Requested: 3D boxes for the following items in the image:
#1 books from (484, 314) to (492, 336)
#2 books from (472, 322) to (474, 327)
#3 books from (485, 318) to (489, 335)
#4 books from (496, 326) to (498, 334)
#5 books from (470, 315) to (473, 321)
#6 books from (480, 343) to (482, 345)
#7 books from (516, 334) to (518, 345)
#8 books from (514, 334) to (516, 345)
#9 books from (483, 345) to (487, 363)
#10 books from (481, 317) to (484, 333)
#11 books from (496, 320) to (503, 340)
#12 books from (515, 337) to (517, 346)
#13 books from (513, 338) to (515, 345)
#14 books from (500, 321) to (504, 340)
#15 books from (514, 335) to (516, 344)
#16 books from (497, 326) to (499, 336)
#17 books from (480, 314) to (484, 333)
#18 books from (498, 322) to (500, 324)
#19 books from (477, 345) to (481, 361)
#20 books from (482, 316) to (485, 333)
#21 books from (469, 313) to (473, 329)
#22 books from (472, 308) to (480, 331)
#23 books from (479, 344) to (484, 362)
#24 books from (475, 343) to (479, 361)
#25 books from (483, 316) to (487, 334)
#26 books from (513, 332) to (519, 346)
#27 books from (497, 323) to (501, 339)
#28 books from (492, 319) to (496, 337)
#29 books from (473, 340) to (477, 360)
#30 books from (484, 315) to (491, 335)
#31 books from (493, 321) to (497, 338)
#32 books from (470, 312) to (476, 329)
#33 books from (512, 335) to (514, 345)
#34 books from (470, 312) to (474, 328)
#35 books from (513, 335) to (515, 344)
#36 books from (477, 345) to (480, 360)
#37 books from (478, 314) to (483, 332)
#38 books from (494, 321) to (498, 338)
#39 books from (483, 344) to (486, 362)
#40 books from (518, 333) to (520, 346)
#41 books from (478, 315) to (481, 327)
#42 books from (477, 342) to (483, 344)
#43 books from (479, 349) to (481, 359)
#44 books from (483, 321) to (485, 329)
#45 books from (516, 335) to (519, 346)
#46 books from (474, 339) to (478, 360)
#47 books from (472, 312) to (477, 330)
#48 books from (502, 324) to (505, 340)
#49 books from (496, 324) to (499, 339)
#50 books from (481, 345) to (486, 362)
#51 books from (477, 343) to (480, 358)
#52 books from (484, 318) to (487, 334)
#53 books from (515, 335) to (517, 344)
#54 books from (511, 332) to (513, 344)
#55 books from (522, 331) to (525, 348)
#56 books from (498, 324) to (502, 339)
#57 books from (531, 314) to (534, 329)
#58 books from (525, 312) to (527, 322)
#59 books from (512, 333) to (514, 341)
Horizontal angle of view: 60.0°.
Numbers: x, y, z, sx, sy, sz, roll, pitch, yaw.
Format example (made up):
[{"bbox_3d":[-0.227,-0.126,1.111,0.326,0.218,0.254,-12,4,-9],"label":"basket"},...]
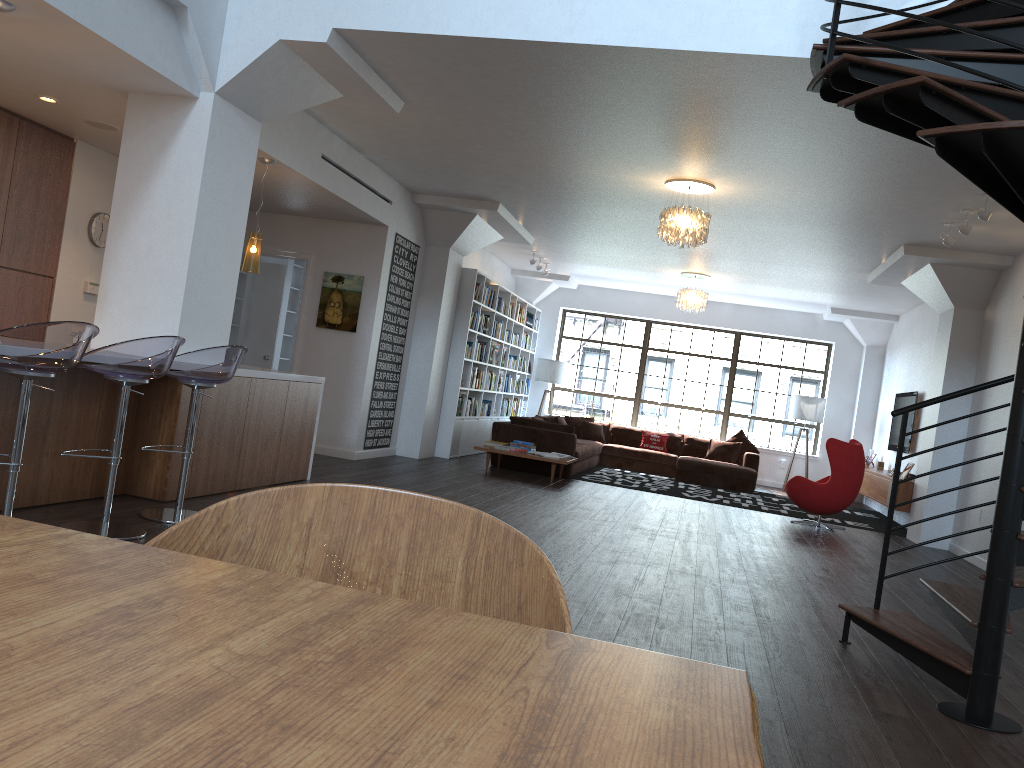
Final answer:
[{"bbox_3d":[-0.382,-0.820,12.353,0.176,0.291,0.053,9,0,12],"label":"books"},{"bbox_3d":[-0.576,-0.826,11.467,0.172,0.239,0.093,9,0,12],"label":"books"},{"bbox_3d":[-0.419,-0.800,12.191,0.174,0.240,0.054,9,0,12],"label":"books"},{"bbox_3d":[-0.300,-0.777,12.758,0.167,0.230,0.037,9,0,12],"label":"books"},{"bbox_3d":[-0.610,-0.802,11.286,0.161,0.182,0.170,9,0,12],"label":"books"},{"bbox_3d":[-0.519,-0.441,12.066,0.182,0.253,0.034,9,0,12],"label":"books"},{"bbox_3d":[0.015,-0.707,14.201,0.136,0.196,0.045,9,0,12],"label":"books"},{"bbox_3d":[-0.011,-0.705,14.102,0.134,0.184,0.030,9,0,12],"label":"books"},{"bbox_3d":[-0.447,-0.429,12.264,0.182,0.253,0.034,9,0,12],"label":"books"},{"bbox_3d":[-0.475,-0.815,11.973,0.160,0.251,0.039,9,0,12],"label":"books"},{"bbox_3d":[-0.240,-0.797,13.006,0.176,0.290,0.053,9,0,12],"label":"books"},{"bbox_3d":[0.007,-0.699,14.147,0.128,0.178,0.022,9,0,12],"label":"books"},{"bbox_3d":[-0.020,-0.697,14.001,0.120,0.167,0.020,9,0,12],"label":"books"},{"bbox_3d":[-0.231,-0.792,13.067,0.197,0.283,0.065,9,0,12],"label":"books"},{"bbox_3d":[-0.015,-0.702,14.077,0.128,0.178,0.022,9,0,12],"label":"books"},{"bbox_3d":[-0.278,-0.769,12.813,0.161,0.223,0.027,9,0,12],"label":"books"},{"bbox_3d":[-0.486,-0.821,11.934,0.180,0.259,0.042,9,0,12],"label":"books"},{"bbox_3d":[-0.278,-0.783,12.841,0.159,0.250,0.026,9,0,12],"label":"books"},{"bbox_3d":[-0.517,-0.425,11.968,0.161,0.223,0.027,9,0,12],"label":"books"},{"bbox_3d":[-0.465,-0.811,12.010,0.171,0.246,0.039,9,0,12],"label":"books"},{"bbox_3d":[-0.596,-0.818,11.364,0.161,0.218,0.101,9,0,12],"label":"books"},{"bbox_3d":[-0.533,-0.845,11.578,0.176,0.290,0.053,9,0,12],"label":"books"},{"bbox_3d":[-0.489,-0.436,12.095,0.182,0.253,0.034,9,0,12],"label":"books"},{"bbox_3d":[-0.545,-0.438,11.852,0.174,0.239,0.045,9,0,12],"label":"books"},{"bbox_3d":[-0.452,-0.812,12.083,0.183,0.253,0.042,9,0,12],"label":"books"},{"bbox_3d":[0.033,-0.722,14.281,0.140,0.231,0.042,9,0,12],"label":"books"},{"bbox_3d":[-0.268,-0.779,12.881,0.170,0.245,0.057,9,0,12],"label":"books"},{"bbox_3d":[-0.336,-0.794,12.516,0.182,0.253,0.034,9,0,12],"label":"books"},{"bbox_3d":[-0.580,-0.467,11.720,0.197,0.283,0.065,9,0,12],"label":"books"},{"bbox_3d":[-0.410,-0.821,12.306,0.198,0.284,0.049,9,0,12],"label":"books"},{"bbox_3d":[-0.326,-0.786,12.589,0.174,0.239,0.045,9,0,12],"label":"books"},{"bbox_3d":[-0.575,-0.824,11.423,0.172,0.235,0.112,9,0,12],"label":"books"},{"bbox_3d":[-0.044,-0.704,13.903,0.126,0.173,0.032,9,0,12],"label":"books"},{"bbox_3d":[-0.585,-0.823,11.392,0.152,0.232,0.104,9,0,12],"label":"books"},{"bbox_3d":[-0.020,-0.695,13.974,0.106,0.162,0.032,9,0,12],"label":"books"},{"bbox_3d":[-0.529,-0.441,11.944,0.159,0.250,0.026,9,0,12],"label":"books"},{"bbox_3d":[-0.499,-0.820,11.849,0.183,0.253,0.042,9,0,12],"label":"books"},{"bbox_3d":[-0.305,-0.789,12.687,0.182,0.253,0.034,9,0,12],"label":"books"},{"bbox_3d":[-0.465,-0.432,12.233,0.182,0.253,0.034,9,0,12],"label":"books"},{"bbox_3d":[0.040,-0.718,14.329,0.158,0.226,0.052,9,0,12],"label":"books"},{"bbox_3d":[-0.520,-0.814,11.761,0.174,0.236,0.142,9,0,13],"label":"books"},{"bbox_3d":[-0.500,-0.440,12.146,0.180,0.259,0.060,9,0,12],"label":"books"},{"bbox_3d":[-0.514,-0.429,12.028,0.167,0.230,0.037,9,0,12],"label":"books"},{"bbox_3d":[-0.460,-0.799,12.046,0.161,0.223,0.033,9,0,12],"label":"books"},{"bbox_3d":[0.026,-0.702,14.240,0.139,0.191,0.036,9,0,12],"label":"books"},{"bbox_3d":[-0.563,-0.467,11.779,0.176,0.290,0.053,9,0,12],"label":"books"},{"bbox_3d":[-0.561,-0.825,11.505,0.174,0.242,0.105,9,0,12],"label":"books"},{"bbox_3d":[-0.205,-0.771,13.135,0.159,0.250,0.026,9,0,12],"label":"books"},{"bbox_3d":[-0.285,-0.770,12.788,0.161,0.223,0.026,9,0,12],"label":"books"},{"bbox_3d":[-0.468,-0.426,12.192,0.174,0.239,0.045,9,0,12],"label":"books"},{"bbox_3d":[-0.537,-0.440,11.903,0.170,0.245,0.057,9,0,12],"label":"books"},{"bbox_3d":[-0.433,-0.794,12.116,0.161,0.223,0.032,9,0,12],"label":"books"},{"bbox_3d":[0.001,-0.700,14.126,0.128,0.178,0.021,9,0,12],"label":"books"},{"bbox_3d":[-0.066,-0.723,13.790,0.146,0.202,0.027,9,0,12],"label":"books"},{"bbox_3d":[0.108,-0.739,14.592,0.176,0.290,0.053,9,0,12],"label":"books"},{"bbox_3d":[-0.254,-0.774,12.930,0.174,0.239,0.045,9,0,12],"label":"books"},{"bbox_3d":[0.265,-1.072,15.106,0.183,0.253,0.042,9,0,12],"label":"books"},{"bbox_3d":[0.149,-1.076,14.540,0.161,0.223,0.032,9,0,12],"label":"books"},{"bbox_3d":[-0.057,-0.716,13.849,0.139,0.191,0.036,9,0,12],"label":"books"}]
